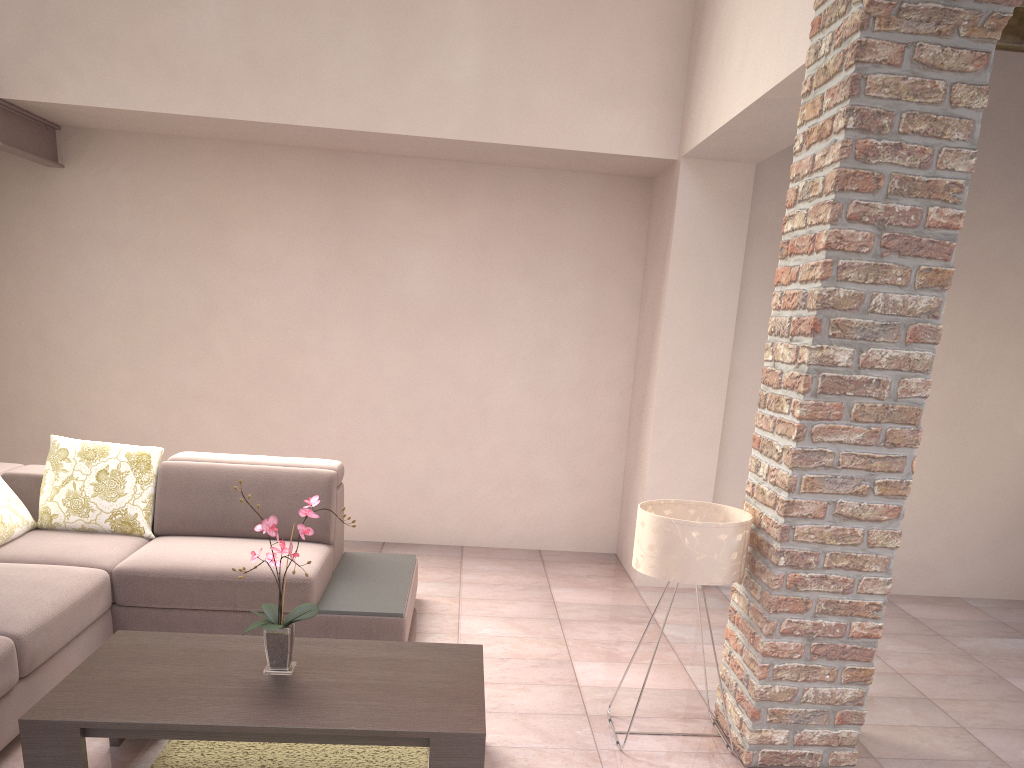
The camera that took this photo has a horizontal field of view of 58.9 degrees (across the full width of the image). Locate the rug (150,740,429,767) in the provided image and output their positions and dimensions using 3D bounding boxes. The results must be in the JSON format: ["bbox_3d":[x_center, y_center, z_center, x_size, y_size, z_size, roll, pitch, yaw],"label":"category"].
[{"bbox_3d":[-0.689,1.254,2.528,0.866,0.010,1.960,4,4,-3],"label":"rug"}]

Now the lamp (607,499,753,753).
[{"bbox_3d":[0.598,0.861,3.207,0.414,0.904,0.358,2,15,-4],"label":"lamp"}]

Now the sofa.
[{"bbox_3d":[-1.471,0.664,3.015,2.175,1.004,2.964,4,5,-4],"label":"sofa"}]

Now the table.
[{"bbox_3d":[-0.694,1.055,2.766,1.205,0.372,0.662,4,7,-5],"label":"table"}]

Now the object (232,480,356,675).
[{"bbox_3d":[-0.650,0.569,2.668,0.373,0.636,0.276,1,15,-9],"label":"object"}]

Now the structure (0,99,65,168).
[{"bbox_3d":[-1.192,-0.433,1.897,3.807,3.412,6.758,3,7,-3],"label":"structure"}]
